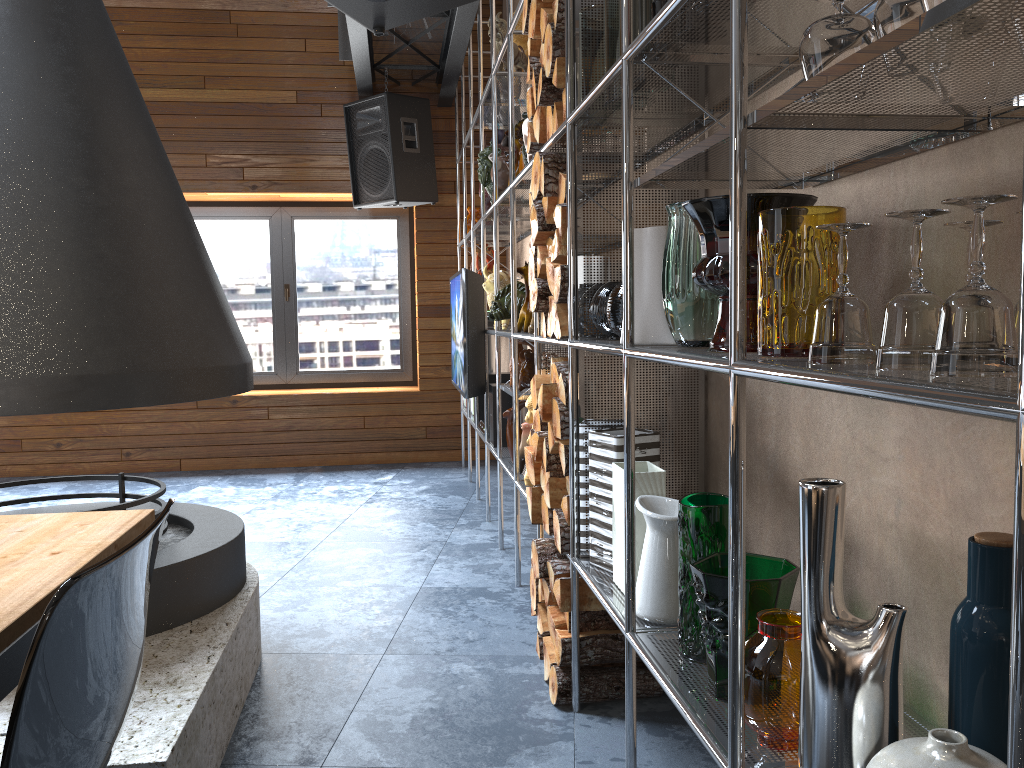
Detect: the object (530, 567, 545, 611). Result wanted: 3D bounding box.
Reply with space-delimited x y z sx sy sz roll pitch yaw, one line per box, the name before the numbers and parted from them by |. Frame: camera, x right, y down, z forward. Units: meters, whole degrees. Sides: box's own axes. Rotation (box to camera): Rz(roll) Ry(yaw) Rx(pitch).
object | 0.207 0.648 2.837 0.286 0.143 0.143 -1 4 -8

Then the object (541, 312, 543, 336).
object | 0.240 -0.202 2.810 0.287 0.112 0.126 -1 4 -8

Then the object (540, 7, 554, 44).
object | 0.249 -0.986 2.414 0.329 0.107 0.128 -1 4 -8

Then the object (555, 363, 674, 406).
object | 0.277 -0.004 2.424 0.308 0.107 0.121 -2 4 -11

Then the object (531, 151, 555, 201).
object | 0.217 -0.601 2.590 0.312 0.150 0.140 -2 4 -11

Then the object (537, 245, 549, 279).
object | 0.243 -0.370 2.635 0.331 0.110 0.101 -1 4 -6

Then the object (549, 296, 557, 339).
object | 0.292 -0.186 2.490 0.362 0.131 0.154 -1 4 -7

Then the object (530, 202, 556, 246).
object | 0.221 -0.468 2.594 0.321 0.128 0.164 -1 4 -8

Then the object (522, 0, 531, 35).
object | 0.190 -1.133 2.700 0.312 0.150 0.140 -1 4 -4

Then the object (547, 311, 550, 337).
object | 0.260 -0.190 2.613 0.299 0.114 0.135 -2 4 -10

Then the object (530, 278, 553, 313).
object | 0.214 -0.266 2.681 0.312 0.110 0.103 -2 4 -11

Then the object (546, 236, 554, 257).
object | 0.269 -0.378 2.556 0.330 0.098 0.107 -2 4 -11

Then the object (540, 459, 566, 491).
object | 0.235 0.263 2.652 0.288 0.118 0.147 -2 4 -11

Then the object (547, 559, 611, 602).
object | 0.261 0.555 2.574 0.309 0.131 0.099 -2 4 -11

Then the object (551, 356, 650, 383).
object | 0.274 -0.033 2.607 0.312 0.150 0.140 -2 4 -11

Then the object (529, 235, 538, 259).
object | 0.223 -0.435 2.717 0.329 0.107 0.128 -1 4 -7

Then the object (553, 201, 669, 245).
object | 0.269 -0.430 2.378 0.308 0.120 0.097 -2 4 -12

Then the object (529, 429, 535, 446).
object | 0.221 0.172 2.847 0.331 0.110 0.107 -2 4 -9

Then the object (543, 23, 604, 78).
object | 0.236 -0.891 2.383 0.286 0.143 0.143 -1 4 -7

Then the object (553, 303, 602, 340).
object | 0.281 -0.174 2.389 0.330 0.105 0.107 -2 4 -10

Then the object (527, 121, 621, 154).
object | 0.215 -0.776 2.778 0.330 0.105 0.107 -1 4 -5

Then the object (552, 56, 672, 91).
object | 0.262 -0.808 2.333 0.303 0.088 0.095 -1 4 -6

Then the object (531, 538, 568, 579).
object | 0.227 0.526 2.674 0.321 0.128 0.164 -1 4 -8

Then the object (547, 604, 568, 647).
object | 0.269 0.683 2.563 0.329 0.135 0.095 -2 4 -11

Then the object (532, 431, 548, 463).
object | 0.229 0.184 2.673 0.330 0.098 0.107 -2 4 -11

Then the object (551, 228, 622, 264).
object | 0.277 -0.363 2.382 0.331 0.110 0.107 -2 4 -9

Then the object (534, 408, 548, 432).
object | 0.218 0.121 2.763 0.290 0.153 0.112 -2 4 -11

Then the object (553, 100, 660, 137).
object | 0.268 -0.738 2.450 0.303 0.095 0.087 -1 4 -7

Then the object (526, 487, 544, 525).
object | 0.233 0.364 2.770 0.362 0.131 0.154 -1 4 -7

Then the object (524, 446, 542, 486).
object | 0.232 0.240 2.767 0.374 0.131 0.115 -2 4 -12

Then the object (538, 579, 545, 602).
object | 0.249 0.623 2.716 0.331 0.110 0.101 -1 4 -6

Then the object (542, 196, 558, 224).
object | 0.242 -0.499 2.518 0.303 0.090 0.098 -2 4 -8

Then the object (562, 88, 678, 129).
object | 0.285 -0.742 2.362 0.287 0.112 0.126 -1 4 -7

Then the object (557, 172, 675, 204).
object | 0.279 -0.518 2.409 0.299 0.119 0.151 -1 4 -5

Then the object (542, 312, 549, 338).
object | 0.246 -0.184 2.722 0.303 0.095 0.087 -1 4 -8

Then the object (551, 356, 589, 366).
object | 0.267 -0.027 2.706 0.289 0.121 0.107 -1 4 -7

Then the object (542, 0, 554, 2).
object | 0.256 -1.088 2.436 0.362 0.115 0.098 -1 4 -7

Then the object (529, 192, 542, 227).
object | 0.237 -0.533 2.683 0.362 0.115 0.098 -1 4 -8

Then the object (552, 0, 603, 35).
object | 0.262 -0.951 2.330 0.309 0.121 0.111 -1 4 -7

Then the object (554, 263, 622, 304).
object | 0.278 -0.269 2.374 0.321 0.109 0.110 -1 4 -7

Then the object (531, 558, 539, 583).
object | 0.230 0.559 2.797 0.329 0.107 0.128 -1 4 -7

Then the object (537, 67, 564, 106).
object | 0.227 -0.824 2.469 0.312 0.110 0.103 -1 4 -4

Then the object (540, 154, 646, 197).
object | 0.225 -0.580 2.493 0.289 0.121 0.107 -1 4 -7

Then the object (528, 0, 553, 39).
object | 0.215 -1.036 2.526 0.321 0.128 0.164 -1 4 -7

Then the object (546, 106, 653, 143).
object | 0.253 -0.759 2.557 0.299 0.114 0.135 -1 4 -5

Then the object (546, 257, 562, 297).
object | 0.263 -0.311 2.483 0.329 0.135 0.095 -2 4 -11

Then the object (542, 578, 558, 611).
object | 0.260 0.616 2.635 0.330 0.098 0.107 -2 4 -11

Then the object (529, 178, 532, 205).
object | 0.214 -0.600 2.775 0.308 0.107 0.121 -2 4 -11

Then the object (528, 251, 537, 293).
object | 0.200 -0.345 2.756 0.286 0.143 0.143 -1 4 -8

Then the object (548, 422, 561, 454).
object | 0.273 0.150 2.506 0.329 0.107 0.128 -1 4 -7
